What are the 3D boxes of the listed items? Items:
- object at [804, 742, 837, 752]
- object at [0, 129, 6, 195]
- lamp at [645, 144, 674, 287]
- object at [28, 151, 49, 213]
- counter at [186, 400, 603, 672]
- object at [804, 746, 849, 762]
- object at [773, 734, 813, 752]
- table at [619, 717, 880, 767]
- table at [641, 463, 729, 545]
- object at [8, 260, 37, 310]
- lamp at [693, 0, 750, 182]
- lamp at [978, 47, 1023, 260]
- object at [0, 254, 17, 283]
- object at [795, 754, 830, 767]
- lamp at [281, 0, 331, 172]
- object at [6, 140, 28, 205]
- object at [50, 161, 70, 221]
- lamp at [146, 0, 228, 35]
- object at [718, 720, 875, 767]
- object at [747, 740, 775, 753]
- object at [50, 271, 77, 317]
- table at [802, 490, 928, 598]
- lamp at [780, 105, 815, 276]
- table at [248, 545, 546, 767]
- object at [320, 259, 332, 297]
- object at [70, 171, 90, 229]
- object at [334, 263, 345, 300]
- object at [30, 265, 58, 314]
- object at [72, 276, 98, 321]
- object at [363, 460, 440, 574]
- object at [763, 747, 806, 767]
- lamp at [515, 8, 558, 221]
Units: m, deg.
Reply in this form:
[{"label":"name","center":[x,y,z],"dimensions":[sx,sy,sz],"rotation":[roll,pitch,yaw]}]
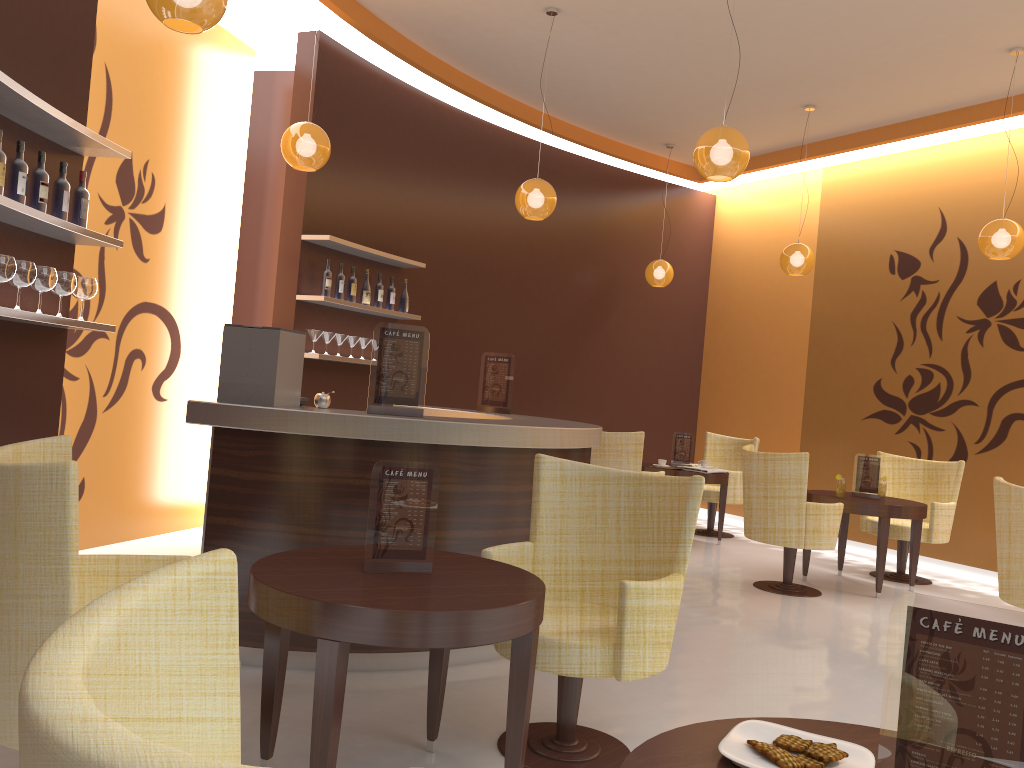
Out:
[{"label":"object","center":[0.516,0.613,1.484],"dimensions":[0.054,0.018,0.051],"rotation":[5,-1,15]},{"label":"object","center":[-2.080,-0.878,3.571],"dimensions":[0.073,0.297,0.073],"rotation":[5,-1,27]},{"label":"lamp","center":[1.606,-1.776,9.359],"dimensions":[0.299,1.500,0.299],"rotation":[5,-1,-33]},{"label":"object","center":[-2.078,-0.874,3.899],"dimensions":[0.073,0.297,0.073],"rotation":[5,-1,-23]},{"label":"counter","center":[-0.335,0.721,4.986],"dimensions":[1.586,1.100,2.917],"rotation":[5,-1,12]},{"label":"object","center":[0.514,0.604,1.449],"dimensions":[0.052,0.016,0.055],"rotation":[5,-1,-33]},{"label":"object","center":[0.476,0.610,1.506],"dimensions":[0.055,0.014,0.053],"rotation":[4,-1,41]},{"label":"table","center":[0.550,0.971,1.243],"dimensions":[0.872,0.679,0.874],"rotation":[5,-1,14]},{"label":"table","center":[1.572,1.133,8.374],"dimensions":[0.872,0.679,0.874],"rotation":[5,-1,4]},{"label":"object","center":[-2.118,-0.417,3.812],"dimensions":[0.125,0.221,0.125],"rotation":[5,-1,-8]},{"label":"lamp","center":[1.189,-1.859,4.818],"dimensions":[0.299,1.500,0.299],"rotation":[5,-1,35]},{"label":"lamp","center":[3.539,-1.640,6.324],"dimensions":[0.299,1.500,0.299],"rotation":[5,-1,-7]},{"label":"object","center":[-2.114,-0.419,3.648],"dimensions":[0.125,0.221,0.125],"rotation":[5,-1,-8]},{"label":"object","center":[0.482,0.613,1.440],"dimensions":[0.054,0.018,0.051],"rotation":[4,-1,45]},{"label":"lamp","center":[-1.204,-2.060,5.420],"dimensions":[0.299,1.500,0.299],"rotation":[5,-1,-15]},{"label":"object","center":[-2.082,-0.876,3.737],"dimensions":[0.073,0.297,0.073],"rotation":[5,-1,-23]},{"label":"object","center":[-2.072,-0.872,4.073],"dimensions":[0.073,0.297,0.073],"rotation":[5,-1,-35]},{"label":"lamp","center":[-1.161,-2.078,3.311],"dimensions":[0.299,1.500,0.299],"rotation":[5,-1,36]},{"label":"object","center":[0.470,0.616,1.466],"dimensions":[0.234,0.020,0.234],"rotation":[5,-1,29]},{"label":"object","center":[0.422,0.604,1.469],"dimensions":[0.052,0.018,0.055],"rotation":[5,-1,-8]},{"label":"object","center":[-2.110,-0.413,4.150],"dimensions":[0.125,0.221,0.125],"rotation":[5,-1,-8]},{"label":"table","center":[2.686,1.213,6.819],"dimensions":[0.872,0.679,0.874],"rotation":[5,-1,-1]},{"label":"lamp","center":[2.573,-1.708,7.842],"dimensions":[0.299,1.500,0.299],"rotation":[5,-1,10]},{"label":"table","center":[-0.362,0.906,2.659],"dimensions":[0.872,0.679,0.874],"rotation":[5,-1,14]},{"label":"object","center":[-1.387,-0.786,6.639],"dimensions":[0.073,0.297,0.073],"rotation":[5,-1,5]},{"label":"object","center":[-2.062,-0.869,4.238],"dimensions":[0.073,0.297,0.073],"rotation":[5,-1,-23]},{"label":"object","center":[-1.317,-0.778,6.795],"dimensions":[0.073,0.297,0.073],"rotation":[5,-1,5]},{"label":"object","center":[-2.114,-0.415,3.979],"dimensions":[0.125,0.221,0.125],"rotation":[5,-1,-8]},{"label":"object","center":[-2.091,-0.410,4.318],"dimensions":[0.125,0.221,0.125],"rotation":[5,-1,-8]},{"label":"object","center":[-0.330,0.401,2.676],"dimensions":[0.209,0.335,0.042],"rotation":[5,-1,-19]},{"label":"object","center":[0.437,0.602,1.425],"dimensions":[0.051,0.018,0.054],"rotation":[5,-1,-34]},{"label":"lamp","center":[0.223,-1.927,6.335],"dimensions":[0.299,1.500,0.299],"rotation":[5,-1,-15]}]
